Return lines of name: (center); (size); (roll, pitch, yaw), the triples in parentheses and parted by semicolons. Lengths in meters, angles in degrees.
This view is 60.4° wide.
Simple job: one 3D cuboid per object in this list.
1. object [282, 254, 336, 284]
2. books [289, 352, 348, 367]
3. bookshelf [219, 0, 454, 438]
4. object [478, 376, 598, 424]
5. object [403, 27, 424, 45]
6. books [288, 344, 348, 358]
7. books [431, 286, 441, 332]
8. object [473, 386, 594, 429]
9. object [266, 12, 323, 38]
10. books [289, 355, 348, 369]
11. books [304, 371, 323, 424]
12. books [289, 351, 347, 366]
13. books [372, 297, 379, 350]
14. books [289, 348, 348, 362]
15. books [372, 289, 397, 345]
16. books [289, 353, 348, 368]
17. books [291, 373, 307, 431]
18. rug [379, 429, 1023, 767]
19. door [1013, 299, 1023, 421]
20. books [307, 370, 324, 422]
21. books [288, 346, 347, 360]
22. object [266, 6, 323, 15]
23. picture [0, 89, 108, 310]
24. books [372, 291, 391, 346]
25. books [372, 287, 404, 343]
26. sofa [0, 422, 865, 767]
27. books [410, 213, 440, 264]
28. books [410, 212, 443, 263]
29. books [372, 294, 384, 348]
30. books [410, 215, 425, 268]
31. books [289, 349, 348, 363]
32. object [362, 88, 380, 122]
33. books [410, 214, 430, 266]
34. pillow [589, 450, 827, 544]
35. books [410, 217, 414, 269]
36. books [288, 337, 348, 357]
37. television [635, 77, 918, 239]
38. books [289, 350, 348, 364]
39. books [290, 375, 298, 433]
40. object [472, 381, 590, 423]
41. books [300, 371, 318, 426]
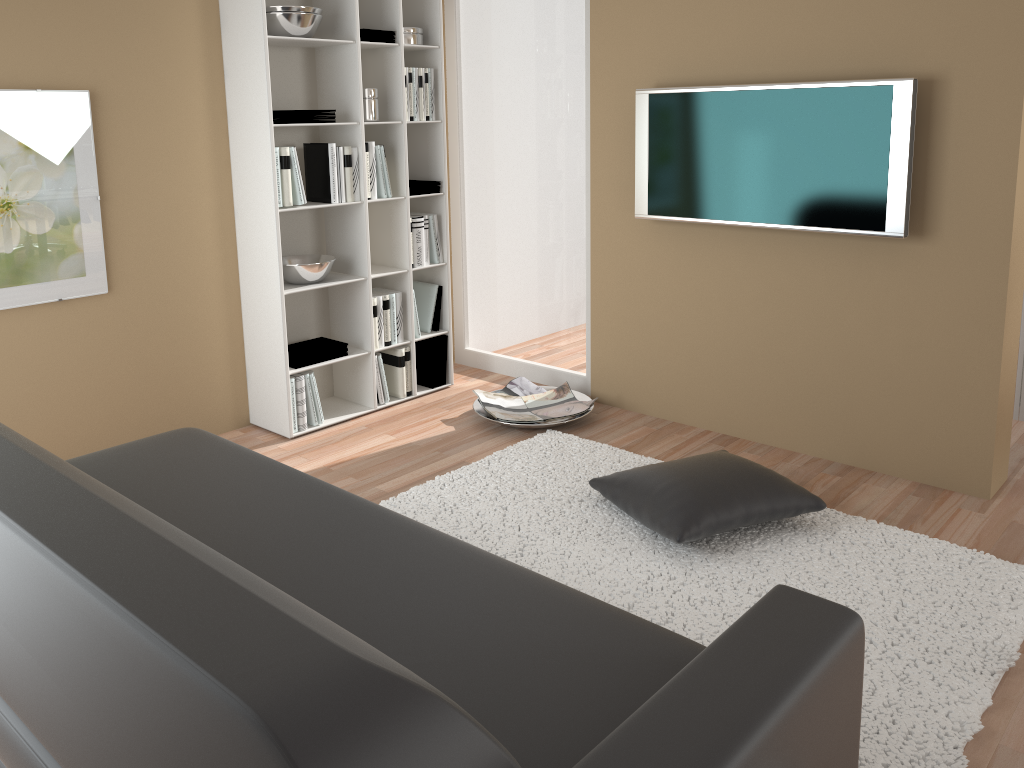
object: (-0.977, -0.534, 4.142); (0.299, 0.104, 0.307); (1, 16, 7)
books: (-0.966, -0.135, 4.190); (0.212, 0.006, 0.302); (13, 22, 39)
bookshelf: (-0.804, -0.934, 4.290); (0.336, 2.093, 1.054); (8, 15, 41)
object: (0.119, 0.092, 4.300); (0.504, 0.094, 0.348); (14, 22, 40)
object: (-0.541, -1.739, 4.421); (0.191, 0.088, 0.197); (-3, 16, -6)
books: (-0.963, -0.172, 4.185); (0.212, 0.007, 0.302); (13, 22, 40)
books: (-0.467, -0.416, 4.730); (0.213, 0.233, 0.043); (11, 16, 42)
object: (0.104, 0.127, 4.244); (0.586, 0.062, 0.600); (4, 18, 16)
object: (-0.997, -1.595, 3.946); (0.299, 0.104, 0.307); (1, 16, 7)
books: (-0.965, -0.124, 4.190); (0.212, 0.007, 0.302); (13, 22, 40)
books: (-0.982, 0.051, 4.159); (0.210, 0.252, 0.059); (11, 16, 42)
books: (-0.967, -0.140, 4.187); (0.212, 0.006, 0.302); (13, 22, 38)
books: (-0.745, -0.313, 4.378); (0.210, 0.253, 0.041); (11, 16, 42)
books: (-0.965, -0.156, 4.185); (0.213, 0.006, 0.302); (14, 23, 41)
books: (-0.666, -0.343, 4.472); (0.210, 0.253, 0.041); (11, 16, 42)
books: (-0.966, -0.129, 4.191); (0.212, 0.006, 0.302); (13, 22, 39)
books: (-1.034, 0.068, 4.105); (0.210, 0.253, 0.041); (11, 16, 42)
rug: (0.454, 0.573, 2.818); (2.047, 0.044, 1.473); (14, 22, 40)
door: (2.730, -1.236, 4.282); (0.060, 2.587, 1.205); (8, 15, 41)
books: (-0.982, 0.042, 4.182); (0.210, 0.252, 0.059); (11, 16, 42)
books: (-0.968, -0.167, 4.187); (0.212, 0.007, 0.302); (13, 22, 39)
object: (-0.997, -1.621, 3.941); (0.299, 0.104, 0.307); (1, 16, 7)
picture: (-1.933, -0.669, 3.242); (0.019, 0.797, 0.829); (8, 16, 41)
books: (-0.692, -0.334, 4.442); (0.210, 0.253, 0.041); (11, 16, 42)
books: (-0.637, -0.353, 4.504); (0.210, 0.253, 0.041); (11, 16, 42)
sofa: (-0.567, 0.470, 1.853); (2.284, 0.815, 0.966); (13, 20, 41)
books: (-0.474, -0.769, 4.634); (0.210, 0.254, 0.061); (11, 16, 42)
books: (-0.457, -0.775, 4.652); (0.210, 0.254, 0.061); (11, 16, 41)
books: (-0.722, -0.324, 4.413); (0.210, 0.253, 0.041); (11, 16, 41)
books: (-0.542, -0.741, 4.544); (0.210, 0.253, 0.077); (11, 16, 42)
books: (-0.965, -0.151, 4.188); (0.212, 0.006, 0.302); (13, 22, 39)
object: (-0.691, -1.348, 4.256); (0.094, 0.158, 0.095); (-9, 15, -33)
books: (-0.512, -0.758, 4.598); (0.210, 0.253, 0.041); (11, 16, 41)
pillow: (0.672, 0.383, 3.097); (0.612, 0.205, 0.595); (-8, 18, -22)
books: (-0.587, -0.727, 4.502); (0.210, 0.253, 0.041); (11, 16, 42)
books: (-0.964, -0.178, 4.185); (0.212, 0.006, 0.302); (13, 22, 39)
television: (1.006, -0.922, 3.569); (1.187, 0.565, 0.055); (13, 17, 41)
books: (-0.965, -0.146, 4.189); (0.212, 0.006, 0.302); (13, 22, 39)
books: (-1.070, 0.078, 4.074); (0.210, 0.253, 0.041); (11, 16, 42)
object: (0.097, 0.095, 4.252); (0.500, 0.094, 0.351); (-6, 17, -18)
books: (-1.002, 0.054, 4.143); (0.210, 0.254, 0.061); (11, 16, 41)
